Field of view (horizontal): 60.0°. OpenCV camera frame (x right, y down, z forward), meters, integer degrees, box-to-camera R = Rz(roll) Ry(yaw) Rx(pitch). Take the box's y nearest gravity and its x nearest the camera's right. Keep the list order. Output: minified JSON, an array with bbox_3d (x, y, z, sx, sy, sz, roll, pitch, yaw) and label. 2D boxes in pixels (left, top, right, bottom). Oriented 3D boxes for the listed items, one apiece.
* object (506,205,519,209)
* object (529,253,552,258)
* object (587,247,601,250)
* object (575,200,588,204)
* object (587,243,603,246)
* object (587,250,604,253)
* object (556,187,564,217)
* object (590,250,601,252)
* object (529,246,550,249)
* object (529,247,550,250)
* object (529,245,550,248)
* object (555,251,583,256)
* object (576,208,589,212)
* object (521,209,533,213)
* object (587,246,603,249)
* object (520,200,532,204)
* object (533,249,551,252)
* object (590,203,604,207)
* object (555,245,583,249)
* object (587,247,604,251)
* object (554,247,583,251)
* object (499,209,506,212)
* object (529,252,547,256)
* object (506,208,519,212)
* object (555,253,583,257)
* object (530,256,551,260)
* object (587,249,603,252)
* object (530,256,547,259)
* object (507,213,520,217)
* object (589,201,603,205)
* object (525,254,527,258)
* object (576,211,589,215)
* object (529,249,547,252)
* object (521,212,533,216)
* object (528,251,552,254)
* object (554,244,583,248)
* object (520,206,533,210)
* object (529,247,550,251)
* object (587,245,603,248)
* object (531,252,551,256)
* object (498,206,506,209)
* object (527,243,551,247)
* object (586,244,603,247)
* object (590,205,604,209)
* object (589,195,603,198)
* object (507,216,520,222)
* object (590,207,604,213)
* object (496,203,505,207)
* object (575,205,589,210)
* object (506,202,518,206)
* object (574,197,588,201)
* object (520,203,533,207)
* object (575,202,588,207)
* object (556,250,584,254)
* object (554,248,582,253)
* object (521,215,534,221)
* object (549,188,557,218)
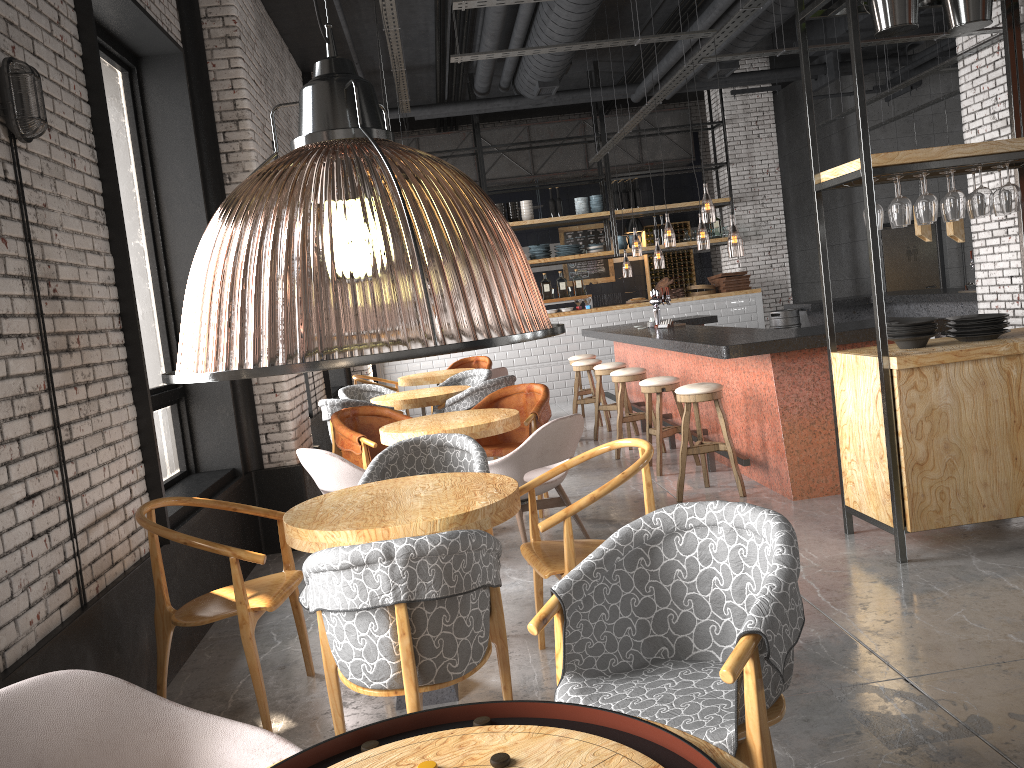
[{"bbox_3d":[0.012,-2.703,13.674,0.196,0.102,0.197,-8,5,-11],"label":"object"},{"bbox_3d":[0.440,-1.978,13.753,0.373,0.067,0.372,-9,6,-23],"label":"object"},{"bbox_3d":[1.295,-2.106,13.812,0.263,0.032,0.264,-2,7,44],"label":"object"},{"bbox_3d":[1.079,-2.813,13.748,0.210,0.076,0.210,-10,6,-30],"label":"object"},{"bbox_3d":[1.288,-2.157,13.809,0.265,0.037,0.265,-8,5,-9],"label":"object"},{"bbox_3d":[1.301,-2.052,13.816,0.263,0.026,0.264,-4,6,31],"label":"object"},{"bbox_3d":[0.725,-2.796,13.676,0.098,0.470,0.098,-6,4,18],"label":"object"},{"bbox_3d":[1.300,-2.064,13.814,0.263,0.038,0.263,-6,5,11],"label":"object"},{"bbox_3d":[0.426,-2.102,13.741,0.335,0.036,0.335,-8,5,-15],"label":"object"},{"bbox_3d":[0.428,-2.087,13.742,0.335,0.035,0.335,-10,6,-29],"label":"object"},{"bbox_3d":[0.427,-2.116,13.741,0.334,0.048,0.335,-8,5,-17],"label":"object"},{"bbox_3d":[0.889,-2.022,13.784,0.454,0.042,0.454,-10,6,-29],"label":"object"},{"bbox_3d":[1.094,-2.684,13.760,0.210,0.069,0.210,-11,6,-38],"label":"object"},{"bbox_3d":[0.236,-2.642,13.695,0.196,0.104,0.197,-4,6,31],"label":"object"},{"bbox_3d":[1.293,-2.117,13.812,0.263,0.028,0.264,-5,6,23],"label":"object"},{"bbox_3d":[0.219,-2.774,13.691,0.197,0.103,0.196,-9,5,-26],"label":"object"},{"bbox_3d":[0.433,-2.046,13.745,0.335,0.039,0.335,-7,5,-5],"label":"object"},{"bbox_3d":[1.317,-2.746,13.749,0.218,0.092,0.219,-8,5,-14],"label":"object"},{"bbox_3d":[0.878,-2.116,13.776,0.454,0.048,0.455,-5,6,23],"label":"object"},{"bbox_3d":[1.296,-2.093,13.814,0.265,0.038,0.266,-5,5,18],"label":"object"},{"bbox_3d":[0.883,-2.094,13.777,0.455,0.065,0.452,-11,7,-41],"label":"object"},{"bbox_3d":[-0.192,-2.632,13.663,0.197,0.100,0.196,-11,6,-38],"label":"object"},{"bbox_3d":[0.437,-2.008,13.748,0.334,0.045,0.335,-8,5,-8],"label":"object"},{"bbox_3d":[0.017,-2.659,13.677,0.196,0.102,0.197,-6,5,6],"label":"object"},{"bbox_3d":[0.892,-1.998,13.786,0.454,0.033,0.454,-9,6,-22],"label":"object"},{"bbox_3d":[0.446,-1.943,13.753,0.335,0.033,0.335,-10,6,-35],"label":"object"},{"bbox_3d":[1.298,-2.075,13.814,0.263,0.037,0.263,-10,6,-30],"label":"object"},{"bbox_3d":[0.444,-1.957,13.750,0.335,0.046,0.334,-9,5,-19],"label":"object"},{"bbox_3d":[0.028,-2.571,13.686,0.196,0.101,0.197,-6,5,15],"label":"object"},{"bbox_3d":[1.313,-2.778,13.750,0.218,0.092,0.219,-4,6,32],"label":"object"},{"bbox_3d":[0.197,-1.923,13.512,0.072,0.097,0.072,-5,5,28],"label":"object"},{"bbox_3d":[1.100,-2.641,13.764,0.210,0.065,0.210,-6,5,14],"label":"object"},{"bbox_3d":[0.433,-2.060,13.746,0.334,0.052,0.334,-3,6,34],"label":"object"},{"bbox_3d":[0.238,-2.598,13.698,0.197,0.104,0.196,-9,6,-28],"label":"object"},{"bbox_3d":[0.439,-2.030,13.746,0.371,0.071,0.374,-6,5,8],"label":"object"},{"bbox_3d":[0.878,-2.141,13.775,0.452,0.062,0.455,-6,5,11],"label":"object"},{"bbox_3d":[0.228,-2.686,13.697,0.196,0.103,0.197,-6,5,12],"label":"object"},{"bbox_3d":[0.430,-2.076,13.745,0.334,0.051,0.334,-6,5,13],"label":"object"},{"bbox_3d":[1.292,-2.128,13.811,0.263,0.029,0.263,-10,6,-28],"label":"object"},{"bbox_3d":[0.438,-1.996,13.750,0.334,0.051,0.335,-4,6,26],"label":"object"},{"bbox_3d":[-0.192,-2.677,13.658,0.196,0.106,0.197,-5,5,24],"label":"object"},{"bbox_3d":[0.422,-2.135,13.738,0.373,0.050,0.374,-5,5,18],"label":"object"},{"bbox_3d":[1.291,-2.146,13.810,0.265,0.034,0.266,-6,5,9],"label":"object"},{"bbox_3d":[1.329,-2.716,13.754,0.218,0.092,0.219,-9,5,-21],"label":"object"},{"bbox_3d":[1.307,-2.874,13.745,0.218,0.091,0.219,-6,5,13],"label":"object"},{"bbox_3d":[0.032,-2.528,13.691,0.196,0.104,0.197,-4,6,32],"label":"object"},{"bbox_3d":[1.328,-2.682,13.754,0.219,0.085,0.218,-10,6,-35],"label":"object"},{"bbox_3d":[-0.205,-2.720,13.658,0.196,0.105,0.197,-5,5,17],"label":"object"},{"bbox_3d":[1.091,-2.728,13.761,0.210,0.074,0.210,-10,6,-29],"label":"object"},{"bbox_3d":[0.007,-2.747,13.675,0.197,0.102,0.196,-9,6,-28],"label":"object"},{"bbox_3d":[1.077,-2.856,13.747,0.210,0.074,0.210,-7,5,1],"label":"object"},{"bbox_3d":[0.224,-2.729,13.691,0.196,0.100,0.197,-8,5,-8],"label":"object"},{"bbox_3d":[1.081,-2.770,13.753,0.210,0.078,0.210,-5,5,18],"label":"object"},{"bbox_3d":[0.888,-2.046,13.782,0.453,0.050,0.455,-5,5,16],"label":"object"},{"bbox_3d":[0.882,-2.070,13.779,0.454,0.062,0.454,-3,7,40],"label":"object"},{"bbox_3d":[0.246,-2.555,13.700,0.197,0.105,0.196,-9,5,-26],"label":"object"},{"bbox_3d":[0.618,-2.783,13.668,0.098,0.470,0.098,-6,4,18],"label":"object"}]
